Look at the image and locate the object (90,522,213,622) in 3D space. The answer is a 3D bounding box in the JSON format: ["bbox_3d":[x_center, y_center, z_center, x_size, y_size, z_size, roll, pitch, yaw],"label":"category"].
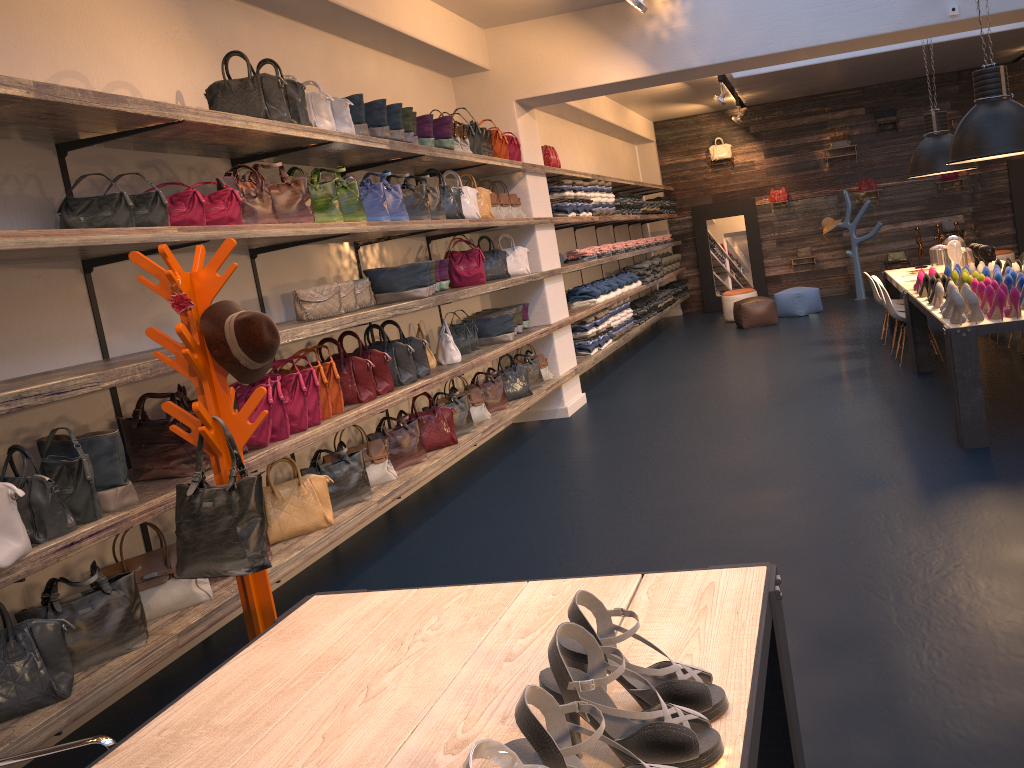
[{"bbox_3d":[-1.391,0.703,3.315,0.416,0.365,0.164,-14,8,-33],"label":"object"}]

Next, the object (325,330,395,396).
[{"bbox_3d":[-0.880,-0.120,4.951,0.411,0.384,0.200,-7,7,12],"label":"object"}]

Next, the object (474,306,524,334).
[{"bbox_3d":[-0.094,-0.518,7.403,0.426,0.234,0.174,-9,7,-7],"label":"object"}]

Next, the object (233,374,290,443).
[{"bbox_3d":[-1.160,0.123,3.944,0.268,0.297,0.237,-11,7,-18],"label":"object"}]

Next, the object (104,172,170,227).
[{"bbox_3d":[-1.574,-0.735,3.584,0.297,0.275,0.135,-9,7,-3],"label":"object"}]

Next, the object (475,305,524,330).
[{"bbox_3d":[-0.092,-0.545,7.585,0.432,0.234,0.172,-10,7,-11],"label":"object"}]

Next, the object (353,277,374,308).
[{"bbox_3d":[-0.935,-0.529,5.111,0.096,0.175,0.292,-4,9,38],"label":"object"}]

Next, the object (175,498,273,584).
[{"bbox_3d":[-1.202,0.635,3.671,0.409,0.337,0.199,-14,8,-36],"label":"object"}]

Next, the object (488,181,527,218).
[{"bbox_3d":[-0.090,-1.599,7.604,0.416,0.365,0.164,-14,8,-33],"label":"object"}]

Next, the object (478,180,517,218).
[{"bbox_3d":[-0.176,-1.549,7.357,0.416,0.365,0.164,-14,8,-33],"label":"object"}]

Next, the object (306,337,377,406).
[{"bbox_3d":[-0.950,-0.070,4.739,0.419,0.384,0.196,-8,7,6],"label":"object"}]

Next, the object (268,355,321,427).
[{"bbox_3d":[-1.059,0.049,4.181,0.294,0.341,0.226,-15,9,-42],"label":"object"}]

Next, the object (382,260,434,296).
[{"bbox_3d":[-0.699,-0.652,5.583,0.434,0.231,0.171,-10,7,-13],"label":"object"}]

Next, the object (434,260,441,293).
[{"bbox_3d":[-0.698,-0.730,6.122,0.431,0.234,0.173,-10,7,-11],"label":"object"}]

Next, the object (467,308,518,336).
[{"bbox_3d":[-0.144,-0.482,7.214,0.432,0.234,0.172,-10,7,-11],"label":"object"}]

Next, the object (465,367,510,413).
[{"bbox_3d":[-0.181,0.050,6.605,0.409,0.337,0.199,-14,8,-36],"label":"object"}]

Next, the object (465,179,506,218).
[{"bbox_3d":[-0.271,-1.495,7.084,0.416,0.365,0.164,-14,8,-33],"label":"object"}]

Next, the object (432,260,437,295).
[{"bbox_3d":[-0.697,-0.677,5.769,0.431,0.234,0.173,-10,7,-11],"label":"object"}]

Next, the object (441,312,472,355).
[{"bbox_3d":[-0.417,-0.364,6.372,0.254,0.327,0.101,-13,7,-29],"label":"object"}]

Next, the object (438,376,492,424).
[{"bbox_3d":[-0.369,0.117,6.249,0.416,0.365,0.164,-14,8,-33],"label":"object"}]

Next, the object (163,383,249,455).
[{"bbox_3d":[-1.295,0.149,3.656,0.330,0.354,0.169,-7,7,13],"label":"object"}]

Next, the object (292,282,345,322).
[{"bbox_3d":[-1.005,-0.428,4.506,0.294,0.175,0.095,-16,9,-43],"label":"object"}]

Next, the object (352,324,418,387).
[{"bbox_3d":[-0.776,-0.175,5.223,0.408,0.384,0.201,-7,7,14],"label":"object"}]

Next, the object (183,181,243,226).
[{"bbox_3d":[-1.361,-0.791,3.868,0.200,0.242,0.269,-3,10,42],"label":"object"}]

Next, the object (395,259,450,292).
[{"bbox_3d":[-0.646,-0.768,6.327,0.423,0.234,0.176,-9,7,-4],"label":"object"}]

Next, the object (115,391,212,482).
[{"bbox_3d":[-1.375,0.195,3.474,0.355,0.337,0.230,-6,7,22],"label":"object"}]

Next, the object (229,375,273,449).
[{"bbox_3d":[-1.169,0.135,3.834,0.252,0.299,0.352,-2,10,45],"label":"object"}]

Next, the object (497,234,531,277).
[{"bbox_3d":[-0.034,-1.130,7.628,0.460,0.384,0.178,-13,8,-31],"label":"object"}]

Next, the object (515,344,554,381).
[{"bbox_3d":[0.156,-0.184,7.758,0.416,0.365,0.164,-14,8,-33],"label":"object"}]

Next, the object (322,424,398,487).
[{"bbox_3d":[-0.865,0.402,4.824,0.416,0.365,0.164,-14,8,-33],"label":"object"}]

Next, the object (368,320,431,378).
[{"bbox_3d":[-0.719,-0.217,5.446,0.418,0.384,0.197,-8,7,7],"label":"object"}]

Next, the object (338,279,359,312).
[{"bbox_3d":[-0.969,-0.479,4.811,0.096,0.175,0.292,-4,9,36],"label":"object"}]

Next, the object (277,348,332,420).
[{"bbox_3d":[-1.056,0.017,4.333,0.263,0.360,0.205,-12,7,-22],"label":"object"}]

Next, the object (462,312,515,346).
[{"bbox_3d":[-0.168,-0.426,6.842,0.424,0.231,0.176,-9,7,-5],"label":"object"}]

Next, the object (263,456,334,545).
[{"bbox_3d":[-1.054,0.522,4.098,0.463,0.384,0.177,-14,8,-37],"label":"object"}]

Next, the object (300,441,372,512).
[{"bbox_3d":[-0.901,0.472,4.481,0.408,0.337,0.200,-14,8,-33],"label":"object"}]

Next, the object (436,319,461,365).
[{"bbox_3d":[-0.464,-0.300,6.040,0.162,0.308,0.326,-11,8,-13],"label":"object"}]

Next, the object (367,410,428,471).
[{"bbox_3d":[-0.675,0.333,5.184,0.409,0.337,0.199,-14,8,-36],"label":"object"}]

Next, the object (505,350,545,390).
[{"bbox_3d":[0.121,-0.114,7.415,0.408,0.337,0.200,-14,8,-33],"label":"object"}]

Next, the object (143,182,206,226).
[{"bbox_3d":[-1.475,-0.753,3.722,0.200,0.242,0.269,-2,10,44],"label":"object"}]

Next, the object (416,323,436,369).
[{"bbox_3d":[-0.625,-0.259,5.918,0.162,0.308,0.326,-11,8,-13],"label":"object"}]

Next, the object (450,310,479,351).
[{"bbox_3d":[-0.365,-0.396,6.533,0.254,0.327,0.101,-13,7,-29],"label":"object"}]

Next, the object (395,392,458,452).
[{"bbox_3d":[-0.547,0.231,5.554,0.463,0.384,0.177,-14,8,-37],"label":"object"}]

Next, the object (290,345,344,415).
[{"bbox_3d":[-1.017,-0.005,4.444,0.263,0.360,0.205,-12,7,-22],"label":"object"}]

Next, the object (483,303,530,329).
[{"bbox_3d":[-0.035,-0.582,7.775,0.424,0.234,0.176,-9,7,-5],"label":"object"}]

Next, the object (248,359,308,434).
[{"bbox_3d":[-1.097,0.071,4.071,0.294,0.341,0.226,-15,9,-42],"label":"object"}]

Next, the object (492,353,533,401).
[{"bbox_3d":[-0.025,-0.064,7.028,0.464,0.384,0.176,-15,9,-40],"label":"object"}]

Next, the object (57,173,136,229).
[{"bbox_3d":[-1.667,-0.703,3.465,0.297,0.275,0.135,-9,7,-3],"label":"object"}]

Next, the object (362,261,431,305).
[{"bbox_3d":[-0.699,-0.627,5.414,0.423,0.231,0.176,-9,7,-4],"label":"object"}]

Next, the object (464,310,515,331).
[{"bbox_3d":[-0.165,-0.454,7.024,0.435,0.231,0.171,-10,7,-14],"label":"object"}]

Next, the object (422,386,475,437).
[{"bbox_3d":[-0.417,0.195,5.871,0.408,0.337,0.200,-14,8,-33],"label":"object"}]
